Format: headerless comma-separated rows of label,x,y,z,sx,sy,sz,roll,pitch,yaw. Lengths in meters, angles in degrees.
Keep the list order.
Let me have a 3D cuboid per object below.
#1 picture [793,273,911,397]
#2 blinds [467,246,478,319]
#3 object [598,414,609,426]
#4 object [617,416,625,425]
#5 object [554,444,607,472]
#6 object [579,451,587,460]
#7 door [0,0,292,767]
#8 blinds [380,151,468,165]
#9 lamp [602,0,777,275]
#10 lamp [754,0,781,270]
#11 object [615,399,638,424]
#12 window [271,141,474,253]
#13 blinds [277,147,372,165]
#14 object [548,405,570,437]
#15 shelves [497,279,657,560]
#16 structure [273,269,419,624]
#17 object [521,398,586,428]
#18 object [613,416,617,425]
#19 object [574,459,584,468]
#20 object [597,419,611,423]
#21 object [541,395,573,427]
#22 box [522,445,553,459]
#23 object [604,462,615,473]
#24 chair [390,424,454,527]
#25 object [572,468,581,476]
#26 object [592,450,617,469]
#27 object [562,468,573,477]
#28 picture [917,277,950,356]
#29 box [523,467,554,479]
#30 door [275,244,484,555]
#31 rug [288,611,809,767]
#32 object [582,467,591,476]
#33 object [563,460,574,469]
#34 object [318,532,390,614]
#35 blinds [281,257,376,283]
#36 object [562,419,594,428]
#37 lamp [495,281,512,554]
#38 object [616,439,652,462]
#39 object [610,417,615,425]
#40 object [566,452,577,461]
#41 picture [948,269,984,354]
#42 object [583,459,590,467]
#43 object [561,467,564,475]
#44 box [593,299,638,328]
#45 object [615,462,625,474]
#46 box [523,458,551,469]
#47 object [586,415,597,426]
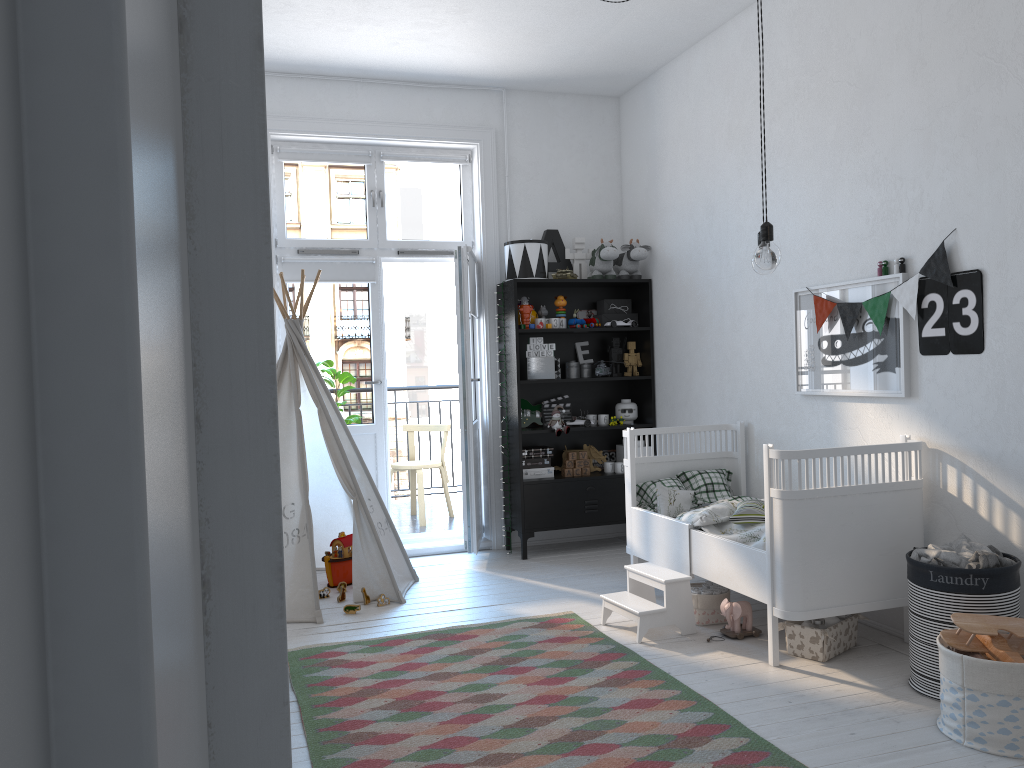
picture,1.451,-0.195,3.845,0.030,0.493,0.703,-2,1,-18
blinds,-0.234,-0.607,5.413,0.032,0.390,0.565,-2,1,2
object,0.575,0.226,5.573,0.067,0.067,0.067,-2,1,-4
object,0.687,0.229,5.579,0.042,0.054,0.031,-1,1,27
object,0.437,0.477,5.661,0.337,0.186,0.111,-2,1,-3
object,0.444,0.445,5.538,0.050,0.050,0.050,-2,1,2
door,0.168,0.045,0.672,1.022,2.177,1.040,-2,1,-18
blinds,-0.549,-1.424,5.594,0.565,0.060,0.032,-2,1,-18
lamp,0.269,-1.078,3.064,0.074,1.530,1.381,-3,2,-44
lamp,0.239,-1.075,2.928,0.074,1.530,1.381,-3,2,-44
object,0.733,0.178,5.678,0.139,0.162,0.139,-3,2,-43
window,-0.846,-1.150,5.520,1.263,0.660,0.101,-2,1,-18
blinds,-1.137,-1.388,5.399,0.565,0.087,0.032,-2,1,-18
object,0.285,0.222,5.361,0.110,0.186,0.129,-3,2,-31
shelves,0.417,0.197,5.583,0.911,1.678,0.353,-2,1,-18
structure,-1.116,0.235,4.630,1.143,1.750,1.143,-3,2,-43
object,0.239,0.203,5.654,0.542,0.239,0.093,-2,1,-18
object,0.649,0.230,5.597,0.042,0.054,0.031,-2,1,-18
object,0.412,0.496,5.513,0.050,0.050,0.050,-2,1,-18
object,0.568,0.240,5.736,0.163,0.034,0.069,-2,1,-18
object,0.285,0.171,5.641,0.200,0.199,0.048,-2,1,-18
box,0.129,0.425,5.513,0.215,0.062,0.179,-2,1,-18
object,0.615,0.528,5.602,0.067,0.067,0.067,-2,1,-4
chair,-0.709,0.668,6.674,0.436,0.715,0.498,-1,1,27
object,0.399,0.546,5.509,0.050,0.050,0.050,-2,1,-13
object,0.554,0.498,5.794,0.347,0.120,0.034,-2,1,-18
object,0.343,0.548,5.490,0.050,0.050,0.050,-2,1,-18
picture,1.609,-0.260,3.389,0.010,0.301,0.152,-2,1,-19
box,0.134,0.548,5.514,0.215,0.062,0.179,-2,1,-18
door,-0.735,0.100,5.314,1.263,1.839,0.636,-2,1,-17
rug,-0.024,1.088,2.964,1.319,0.016,2.028,-2,1,-18
object,0.462,0.544,5.530,0.050,0.050,0.050,-2,1,12
object,0.352,0.498,5.514,0.050,0.050,0.050,-2,1,-18
object,-0.837,0.951,4.640,0.385,0.284,0.856,-2,1,-27
blinds,-1.115,-0.694,5.416,0.565,0.158,0.032,-2,1,-18
object,0.397,0.243,5.522,0.230,0.048,0.098,-2,1,7
lamp,0.372,0.194,5.635,0.985,1.684,0.095,-2,2,-21
object,0.781,0.456,5.683,0.132,0.199,0.267,-2,1,-18
object,0.626,0.232,5.534,0.031,0.054,0.042,-1,2,32
object,0.369,0.448,5.511,0.050,0.050,0.050,-2,1,-18
picture,1.658,-0.261,3.243,0.013,0.305,0.153,-2,1,-19
object,0.454,0.494,5.555,0.050,0.050,0.050,-2,1,-18
object,0.340,0.547,5.547,0.050,0.050,0.050,-2,1,-18
box,0.671,-0.448,5.707,0.251,0.189,0.179,-2,1,-18
object,0.679,0.527,5.566,0.067,0.067,0.067,-2,1,-4
box,0.114,0.487,5.507,0.215,0.062,0.179,-2,1,-18
object,0.503,0.228,5.598,0.067,0.067,0.067,-2,1,-4
